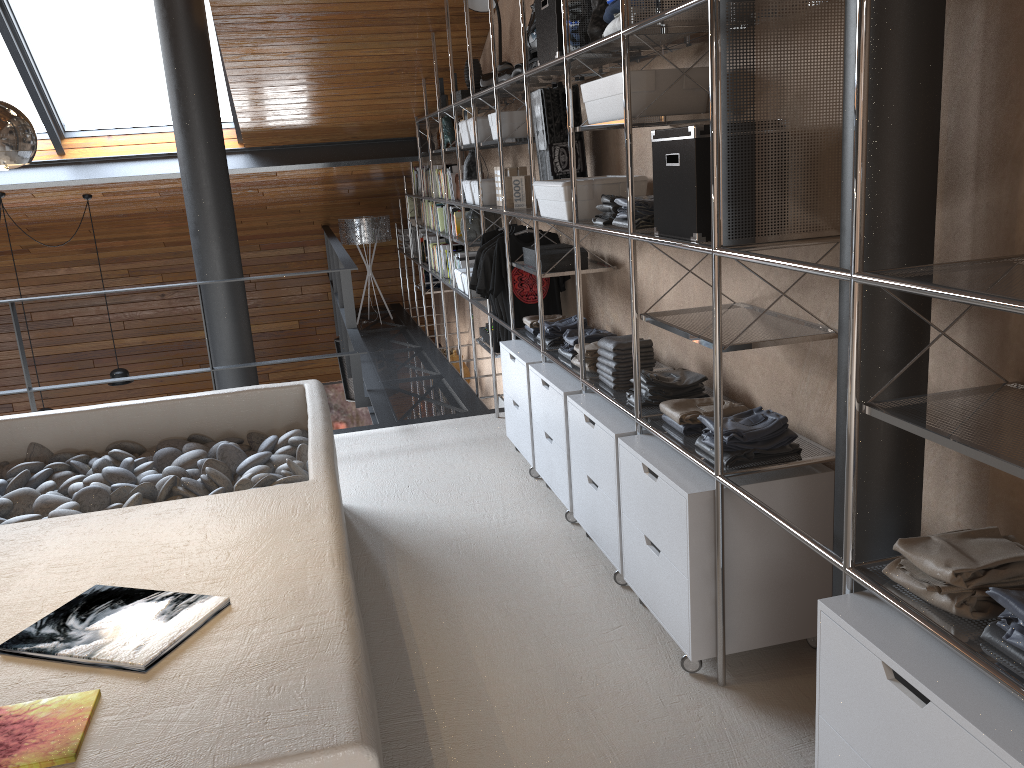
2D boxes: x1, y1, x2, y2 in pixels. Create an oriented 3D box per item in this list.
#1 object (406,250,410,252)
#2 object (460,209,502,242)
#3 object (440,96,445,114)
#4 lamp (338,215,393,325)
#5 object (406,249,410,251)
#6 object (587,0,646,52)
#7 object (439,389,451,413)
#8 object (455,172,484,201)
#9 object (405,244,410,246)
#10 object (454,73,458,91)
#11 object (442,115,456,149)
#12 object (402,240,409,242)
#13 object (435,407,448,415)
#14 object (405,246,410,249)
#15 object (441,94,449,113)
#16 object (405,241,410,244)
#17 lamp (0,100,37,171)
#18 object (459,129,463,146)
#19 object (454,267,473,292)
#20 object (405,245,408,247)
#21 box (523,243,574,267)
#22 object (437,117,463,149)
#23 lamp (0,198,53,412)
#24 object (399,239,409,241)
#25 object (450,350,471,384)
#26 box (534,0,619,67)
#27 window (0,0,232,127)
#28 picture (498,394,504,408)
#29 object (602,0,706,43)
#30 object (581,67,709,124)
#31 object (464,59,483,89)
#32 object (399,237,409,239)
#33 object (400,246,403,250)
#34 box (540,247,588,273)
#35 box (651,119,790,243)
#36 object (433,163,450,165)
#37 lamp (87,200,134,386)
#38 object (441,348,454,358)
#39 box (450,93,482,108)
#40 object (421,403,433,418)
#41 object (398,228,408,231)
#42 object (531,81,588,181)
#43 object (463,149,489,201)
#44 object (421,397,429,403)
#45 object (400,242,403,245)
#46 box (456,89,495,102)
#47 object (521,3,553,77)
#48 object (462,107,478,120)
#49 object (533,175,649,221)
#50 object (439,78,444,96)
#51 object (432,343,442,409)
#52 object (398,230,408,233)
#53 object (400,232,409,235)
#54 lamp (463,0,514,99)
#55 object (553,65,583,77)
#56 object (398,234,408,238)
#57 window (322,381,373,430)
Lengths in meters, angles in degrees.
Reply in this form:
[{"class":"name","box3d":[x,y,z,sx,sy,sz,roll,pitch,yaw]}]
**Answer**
[{"class":"object","box3d":[-0.958,-1.344,8.875,0.201,0.012,0.161,-7,15,-12]},{"class":"object","box3d":[-0.198,-1.048,5.677,0.166,0.240,0.390,1,15,19]},{"class":"object","box3d":[-0.490,-1.944,6.178,0.029,0.117,0.086,-11,16,-26]},{"class":"lamp","box3d":[-1.356,-1.083,8.437,0.475,1.001,0.476,-1,14,11]},{"class":"object","box3d":[-0.945,-1.359,8.879,0.226,0.012,0.159,-7,15,-12]},{"class":"object","box3d":[0.358,-1.299,3.004,0.212,0.319,0.157,0,15,14]},{"class":"object","box3d":[-0.522,0.105,7.467,0.208,0.280,0.131,-12,16,-30]},{"class":"object","box3d":[-0.276,-1.302,5.773,0.082,0.201,0.227,7,18,38]},{"class":"object","box3d":[-0.941,-1.403,8.843,0.228,0.016,0.182,-7,15,-12]},{"class":"object","box3d":[-0.377,-1.998,5.879,0.029,0.114,0.084,-4,14,-1]},{"class":"object","box3d":[-0.376,-1.689,5.935,0.197,0.220,0.102,-12,16,-27]},{"class":"object","box3d":[-1.014,-1.478,9.102,0.224,0.017,0.168,-7,15,-12]},{"class":"object","box3d":[-0.684,0.103,8.678,0.305,0.839,0.238,-7,14,-10]},{"class":"object","box3d":[-0.947,-1.376,8.864,0.262,0.025,0.176,-7,15,-12]},{"class":"object","box3d":[-0.458,-1.923,6.087,0.029,0.117,0.086,-2,14,7]},{"class":"object","box3d":[-0.971,-1.420,8.857,0.203,0.013,0.161,-7,15,-12]},{"class":"lamp","box3d":[-1.063,-1.275,1.526,0.146,1.771,0.146,-1,14,12]},{"class":"object","box3d":[-0.311,-1.515,5.431,0.037,0.114,0.037,-11,16,-26]},{"class":"object","box3d":[-0.218,-0.700,5.878,0.295,0.136,0.228,-7,15,-12]},{"class":"object","box3d":[-0.961,-1.392,8.857,0.201,0.013,0.161,-7,15,-12]},{"class":"box","box3d":[0.180,-0.608,4.184,0.208,0.079,0.207,-8,15,-14]},{"class":"object","box3d":[-0.399,-1.740,6.131,0.278,0.222,0.138,5,17,32]},{"class":"lamp","box3d":[-3.994,-0.594,7.261,0.210,1.910,0.210,2,16,24]},{"class":"object","box3d":[-1.024,-1.490,9.082,0.246,0.016,0.182,-7,15,-12]},{"class":"object","box3d":[-0.457,-0.060,7.720,0.215,0.457,0.328,-6,14,-7]},{"class":"box","box3d":[0.252,-1.369,3.343,0.266,0.295,0.289,-7,15,-12]},{"class":"window","box3d":[-3.922,-2.215,5.808,3.819,1.030,1.213,-7,15,-12]},{"class":"picture","box3d":[-0.038,0.555,6.685,0.090,0.862,0.530,-7,15,-12]},{"class":"object","box3d":[0.433,-1.189,2.727,0.250,0.229,0.306,-7,14,-10]},{"class":"object","box3d":[0.425,-0.925,2.868,0.289,0.135,0.437,-7,15,-12]},{"class":"object","box3d":[-0.233,-1.867,5.357,0.115,0.177,0.115,-1,14,12]},{"class":"object","box3d":[-1.026,-1.505,9.079,0.246,0.016,0.182,-7,15,-12]},{"class":"object","box3d":[-1.019,-1.409,9.119,0.234,0.025,0.176,-7,15,-12]},{"class":"box","box3d":[0.226,-0.555,3.960,0.208,0.079,0.207,-4,14,-1]},{"class":"box","box3d":[0.559,-0.551,2.406,0.266,0.295,0.289,-7,15,-12]},{"class":"object","box3d":[-0.538,-1.572,6.831,0.146,0.240,0.023,-7,14,-12]},{"class":"lamp","box3d":[-3.453,-0.767,7.520,0.210,1.565,0.210,2,16,24]},{"class":"object","box3d":[-0.599,-0.149,8.139,0.207,0.442,0.328,-9,15,-19]},{"class":"box","box3d":[-0.276,-1.793,5.600,0.208,0.079,0.207,-4,14,1]},{"class":"object","box3d":[-0.830,0.289,9.265,0.278,0.222,0.139,-5,14,-2]},{"class":"object","box3d":[-1.038,-1.589,9.085,0.246,0.016,0.182,-7,15,-12]},{"class":"object","box3d":[0.212,-1.055,3.941,0.188,0.559,0.337,-6,14,-8]},{"class":"object","box3d":[-0.243,-1.293,5.539,0.157,0.339,0.229,0,15,14]},{"class":"object","box3d":[-0.892,0.233,9.502,0.233,0.209,0.107,-11,16,-25]},{"class":"object","box3d":[-1.024,-1.451,9.108,0.243,0.012,0.159,-7,15,-12]},{"class":"box","box3d":[-0.233,-1.743,5.392,0.208,0.079,0.207,-8,15,-15]},{"class":"object","box3d":[0.144,-1.501,3.801,0.174,0.342,0.416,-6,14,-8]},{"class":"object","box3d":[-0.249,-1.563,5.392,0.062,0.219,0.157,-7,15,-12]},{"class":"object","box3d":[0.302,-0.735,3.490,0.343,0.147,0.445,-7,15,-12]},{"class":"object","box3d":[-0.485,-2.045,6.103,0.029,0.114,0.084,-5,14,-5]},{"class":"object","box3d":[-0.769,0.025,8.922,0.244,0.879,0.244,0,15,15]},{"class":"object","box3d":[-1.034,-1.572,9.079,0.246,0.016,0.182,-7,15,-12]},{"class":"object","box3d":[-1.025,-1.554,9.084,0.233,0.021,0.174,-7,15,-12]},{"class":"lamp","box3d":[-0.133,-1.919,4.872,0.233,0.660,0.323,8,18,39]},{"class":"object","box3d":[0.276,-1.529,3.847,0.174,0.342,0.416,-6,14,-7]},{"class":"object","box3d":[-1.030,-1.527,9.072,0.252,0.028,0.180,-7,15,-12]},{"class":"window","box3d":[-4.321,0.854,9.754,5.936,1.521,0.101,-7,14,-12]}]
